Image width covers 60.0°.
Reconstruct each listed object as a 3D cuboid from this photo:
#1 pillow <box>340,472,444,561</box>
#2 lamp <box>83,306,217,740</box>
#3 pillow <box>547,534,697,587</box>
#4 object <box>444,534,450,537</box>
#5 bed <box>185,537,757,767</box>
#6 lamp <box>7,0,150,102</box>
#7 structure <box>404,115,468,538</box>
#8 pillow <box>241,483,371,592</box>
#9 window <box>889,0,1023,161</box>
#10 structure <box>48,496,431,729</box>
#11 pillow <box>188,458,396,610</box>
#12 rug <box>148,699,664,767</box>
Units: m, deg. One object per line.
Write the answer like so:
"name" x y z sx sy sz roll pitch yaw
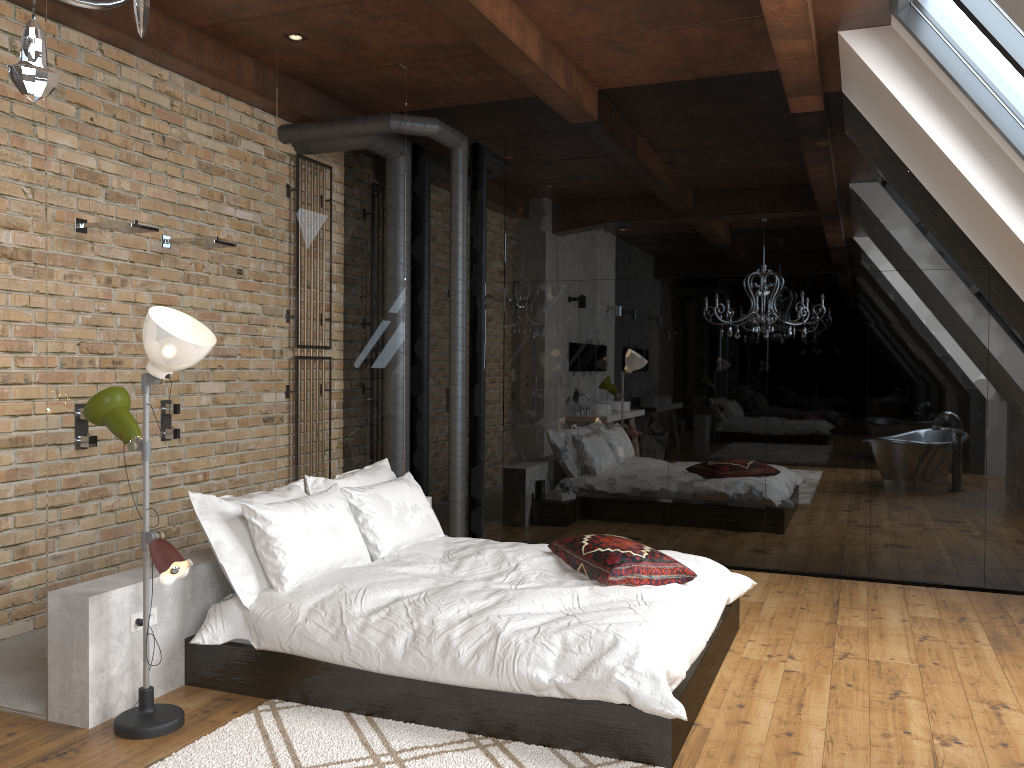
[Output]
"pillow" -0.647 0.713 4.834 0.291 0.385 0.748 1 1 21
"lamp" -1.389 0.498 3.349 0.561 1.582 0.270 1 1 18
"pillow" 0.514 0.837 4.271 0.453 0.157 0.748 0 1 -18
"object" -0.454 0.950 5.470 0.160 0.094 0.170 1 1 33
"bed" -0.003 1.060 4.336 2.169 0.442 2.300 1 1 22
"lamp" -0.931 -1.230 0.893 1.409 1.594 1.409 1 2 44
"structure" -0.998 -0.335 6.543 1.189 3.140 0.829 1 1 22
"pillow" -0.937 0.702 4.095 0.276 0.397 0.744 1 1 21
"window" 2.372 -0.897 3.391 1.702 2.162 1.713 1 1 22
"structure" -1.154 1.019 4.655 0.206 0.494 2.820 1 1 22
"pillow" -0.943 0.701 4.535 0.358 0.517 1.746 1 1 21
"rug" -0.750 1.314 1.822 1.726 0.019 3.139 1 1 22
